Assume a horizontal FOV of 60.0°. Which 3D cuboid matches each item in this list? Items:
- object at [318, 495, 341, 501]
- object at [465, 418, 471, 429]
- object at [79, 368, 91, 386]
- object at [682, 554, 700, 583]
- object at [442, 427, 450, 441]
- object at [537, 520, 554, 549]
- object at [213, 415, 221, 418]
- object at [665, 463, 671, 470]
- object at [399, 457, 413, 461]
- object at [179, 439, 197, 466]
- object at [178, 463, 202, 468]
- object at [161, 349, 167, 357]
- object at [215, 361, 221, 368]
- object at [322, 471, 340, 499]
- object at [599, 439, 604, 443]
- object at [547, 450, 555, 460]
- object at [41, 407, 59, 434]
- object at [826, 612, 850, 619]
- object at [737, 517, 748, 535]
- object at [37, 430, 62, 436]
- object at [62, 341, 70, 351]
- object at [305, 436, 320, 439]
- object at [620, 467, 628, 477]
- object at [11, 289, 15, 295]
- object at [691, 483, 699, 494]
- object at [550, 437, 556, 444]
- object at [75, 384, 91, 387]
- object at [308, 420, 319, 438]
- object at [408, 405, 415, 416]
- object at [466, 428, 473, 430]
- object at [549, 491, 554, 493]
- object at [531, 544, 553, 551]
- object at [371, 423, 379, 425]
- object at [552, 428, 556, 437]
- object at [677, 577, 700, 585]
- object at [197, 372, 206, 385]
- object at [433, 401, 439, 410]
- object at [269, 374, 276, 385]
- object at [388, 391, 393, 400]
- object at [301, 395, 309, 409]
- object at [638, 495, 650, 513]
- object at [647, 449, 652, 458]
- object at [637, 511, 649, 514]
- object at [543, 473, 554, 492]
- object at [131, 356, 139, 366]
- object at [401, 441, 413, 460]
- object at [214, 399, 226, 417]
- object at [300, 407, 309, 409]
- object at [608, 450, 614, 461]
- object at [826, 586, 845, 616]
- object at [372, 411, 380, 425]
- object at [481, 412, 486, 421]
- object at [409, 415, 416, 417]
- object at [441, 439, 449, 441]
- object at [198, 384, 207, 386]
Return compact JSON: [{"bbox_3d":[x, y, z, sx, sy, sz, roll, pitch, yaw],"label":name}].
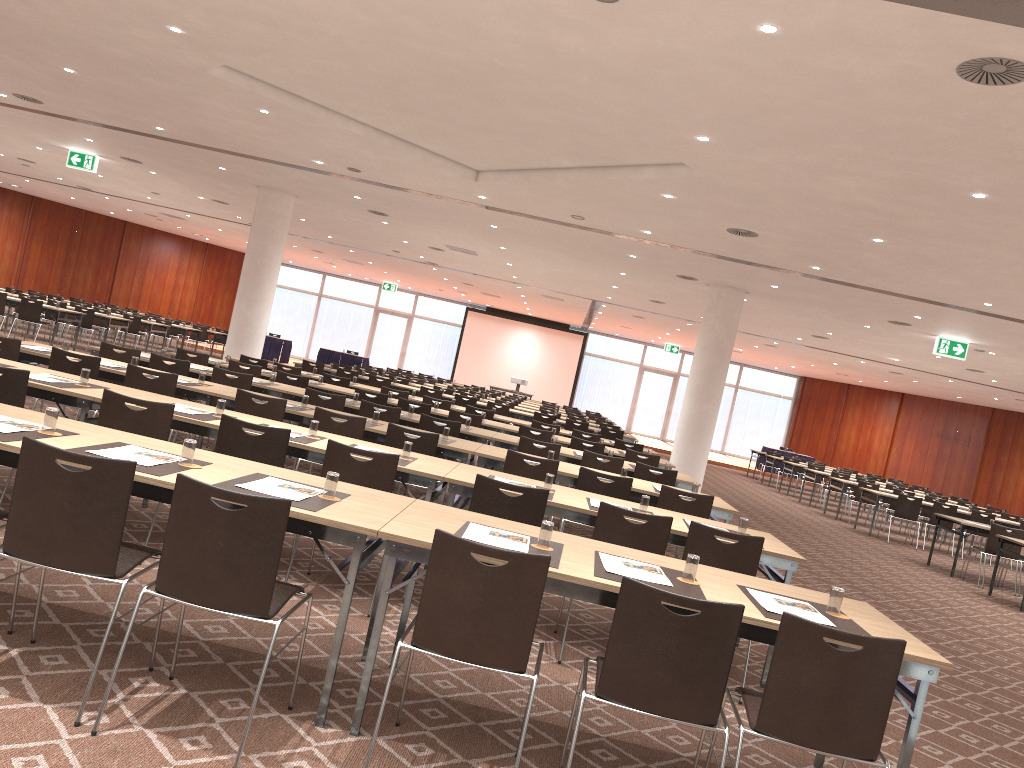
[{"bbox_3d":[-0.810,0.505,3.937,0.102,0.001,0.101,12,1,-31],"label":"object"},{"bbox_3d":[-0.492,0.440,9.923,0.054,0.114,0.054,13,1,37],"label":"object"},{"bbox_3d":[-2.910,-0.047,6.038,0.054,0.114,0.054,13,1,37],"label":"object"},{"bbox_3d":[0.779,0.800,3.856,0.054,0.114,0.054,13,1,37],"label":"object"},{"bbox_3d":[-0.590,0.444,7.924,0.054,0.114,0.054,13,1,37],"label":"object"},{"bbox_3d":[0.147,0.660,3.889,0.054,0.114,0.054,13,1,37],"label":"object"},{"bbox_3d":[-1.971,0.221,5.993,0.102,0.001,0.101,12,1,-31],"label":"object"},{"bbox_3d":[1.720,0.932,9.824,0.054,0.114,0.054,12,1,-8],"label":"object"},{"bbox_3d":[-0.713,0.501,5.936,0.101,0.001,0.102,13,1,37],"label":"object"},{"bbox_3d":[-1.447,0.305,3.964,0.054,0.114,0.054,12,1,-31],"label":"object"},{"bbox_3d":[-1.441,0.365,3.972,0.102,0.001,0.101,12,1,-31],"label":"object"},{"bbox_3d":[-3.977,-0.336,10.109,0.054,0.114,0.054,12,1,-8],"label":"object"},{"bbox_3d":[-3.348,-0.196,10.077,0.054,0.114,0.054,12,1,-8],"label":"object"},{"bbox_3d":[-0.802,0.449,3.929,0.054,0.114,0.054,12,1,-31],"label":"object"},{"bbox_3d":[1.193,0.789,11.842,0.054,0.114,0.054,12,1,-31],"label":"object"},{"bbox_3d":[0.343,0.651,7.892,0.054,0.114,0.054,13,1,14],"label":"object"},{"bbox_3d":[-2.078,0.165,3.992,0.054,0.114,0.054,12,1,-31],"label":"object"},{"bbox_3d":[1.409,0.999,3.834,0.102,0.001,0.101,12,1,-31],"label":"object"},{"bbox_3d":[1.517,0.939,5.831,0.054,0.114,0.054,12,1,-8],"label":"object"},{"bbox_3d":[-2.087,0.221,4.004,0.102,0.001,0.101,12,1,-31],"label":"object"},{"bbox_3d":[-4.084,-0.334,8.114,0.054,0.114,0.054,13,1,37],"label":"object"},{"bbox_3d":[-1.340,0.362,5.968,0.102,0.001,0.101,12,1,-31],"label":"object"},{"bbox_3d":[0.990,0.795,7.854,0.054,0.114,0.054,12,1,-31],"label":"object"},{"bbox_3d":[-11.243,-2.077,19.975,0.054,0.114,0.054,13,1,37],"label":"object"},{"bbox_3d":[1.617,0.935,7.832,0.054,0.114,0.054,12,1,-31],"label":"object"},{"bbox_3d":[0.457,0.651,9.890,0.054,0.114,0.054,12,1,-31],"label":"object"},{"bbox_3d":[-2.924,0.009,6.039,0.102,0.001,0.102,12,1,-8],"label":"object"},{"bbox_3d":[-1.338,0.303,5.977,0.054,0.114,0.054,12,1,-8],"label":"object"},{"bbox_3d":[-1.131,0.297,9.958,0.054,0.114,0.054,12,1,-8],"label":"object"},{"bbox_3d":[-0.490,0.499,9.929,0.101,0.001,0.102,13,1,37],"label":"object"},{"bbox_3d":[0.232,0.711,5.889,0.101,0.001,0.102,13,1,37],"label":"object"},{"bbox_3d":[0.132,0.715,3.883,0.102,0.001,0.101,12,1,-31],"label":"object"},{"bbox_3d":[-1.233,0.359,7.971,0.102,0.001,0.102,12,1,-8],"label":"object"},{"bbox_3d":[0.556,0.647,11.879,0.054,0.114,0.054,12,1,-31],"label":"object"},{"bbox_3d":[0.767,0.857,3.855,0.102,0.001,0.101,12,1,-31],"label":"object"},{"bbox_3d":[-2.812,-0.051,8.041,0.054,0.114,0.054,12,1,-31],"label":"object"},{"bbox_3d":[-1.020,0.296,11.959,0.054,0.114,0.054,13,1,37],"label":"object"},{"bbox_3d":[-2.713,-0.055,10.037,0.054,0.114,0.054,12,1,-31],"label":"object"},{"bbox_3d":[-1.650,0.156,11.995,0.054,0.114,0.054,13,1,37],"label":"object"},{"bbox_3d":[-1.865,0.160,7.986,0.054,0.114,0.054,13,1,37],"label":"object"},{"bbox_3d":[0.875,0.796,5.868,0.054,0.114,0.054,13,1,37],"label":"object"},{"bbox_3d":[1.832,0.931,11.811,0.054,0.114,0.054,13,1,37],"label":"object"},{"bbox_3d":[0.880,0.855,5.866,0.101,0.001,0.102,13,1,37],"label":"object"},{"bbox_3d":[0.244,0.655,5.892,0.054,0.114,0.054,13,1,37],"label":"object"},{"bbox_3d":[-3.439,-0.191,8.075,0.054,0.114,0.054,12,1,-31],"label":"object"},{"bbox_3d":[-0.704,0.444,5.942,0.054,0.114,0.054,12,1,-8],"label":"object"},{"bbox_3d":[-1.970,0.163,5.990,0.054,0.114,0.054,12,1,-8],"label":"object"},{"bbox_3d":[-1.871,0.217,7.998,0.102,0.001,0.102,12,1,-8],"label":"object"},{"bbox_3d":[1.094,0.793,9.844,0.054,0.114,0.054,12,1,-31],"label":"object"},{"bbox_3d":[1.400,0.938,3.838,0.054,0.114,0.054,12,1,-31],"label":"object"},{"bbox_3d":[-1.222,0.303,7.960,0.054,0.114,0.054,13,1,37],"label":"object"},{"bbox_3d":[-0.388,0.437,11.924,0.054,0.114,0.054,13,1,37],"label":"object"},{"bbox_3d":[-1.132,0.356,9.958,0.102,0.001,0.102,12,1,-8],"label":"object"},{"bbox_3d":[-0.599,0.501,7.925,0.102,0.001,0.102,12,1,-8],"label":"object"},{"bbox_3d":[-2.808,0.009,8.039,0.102,0.001,0.102,12,1,-8],"label":"object"}]
